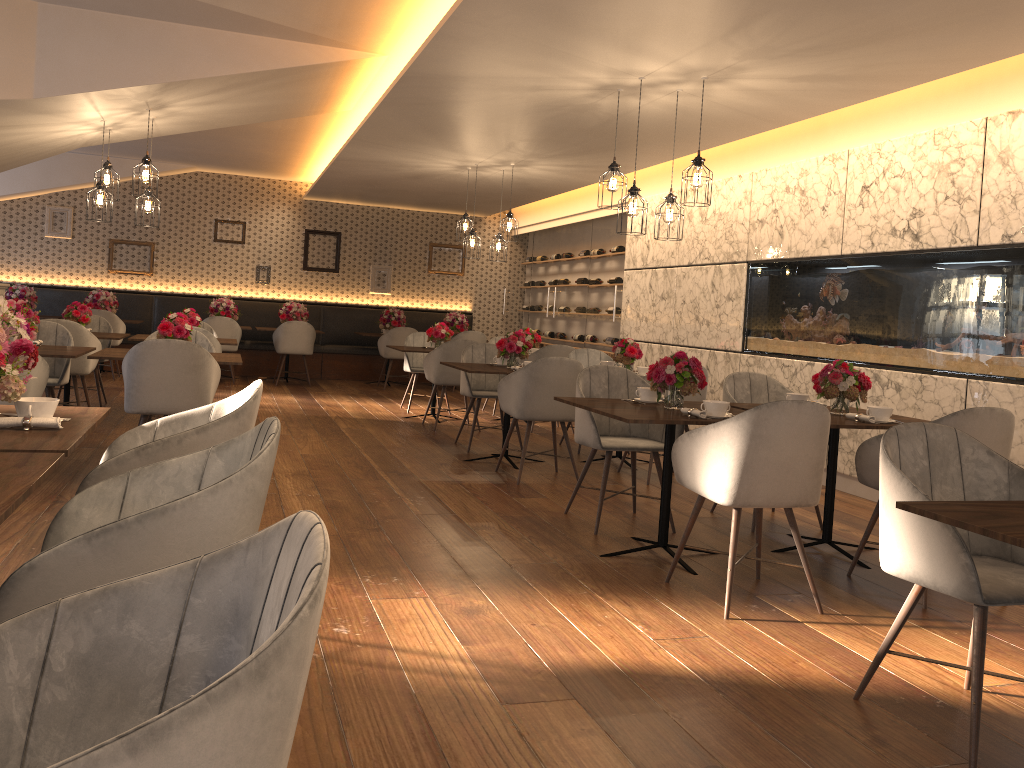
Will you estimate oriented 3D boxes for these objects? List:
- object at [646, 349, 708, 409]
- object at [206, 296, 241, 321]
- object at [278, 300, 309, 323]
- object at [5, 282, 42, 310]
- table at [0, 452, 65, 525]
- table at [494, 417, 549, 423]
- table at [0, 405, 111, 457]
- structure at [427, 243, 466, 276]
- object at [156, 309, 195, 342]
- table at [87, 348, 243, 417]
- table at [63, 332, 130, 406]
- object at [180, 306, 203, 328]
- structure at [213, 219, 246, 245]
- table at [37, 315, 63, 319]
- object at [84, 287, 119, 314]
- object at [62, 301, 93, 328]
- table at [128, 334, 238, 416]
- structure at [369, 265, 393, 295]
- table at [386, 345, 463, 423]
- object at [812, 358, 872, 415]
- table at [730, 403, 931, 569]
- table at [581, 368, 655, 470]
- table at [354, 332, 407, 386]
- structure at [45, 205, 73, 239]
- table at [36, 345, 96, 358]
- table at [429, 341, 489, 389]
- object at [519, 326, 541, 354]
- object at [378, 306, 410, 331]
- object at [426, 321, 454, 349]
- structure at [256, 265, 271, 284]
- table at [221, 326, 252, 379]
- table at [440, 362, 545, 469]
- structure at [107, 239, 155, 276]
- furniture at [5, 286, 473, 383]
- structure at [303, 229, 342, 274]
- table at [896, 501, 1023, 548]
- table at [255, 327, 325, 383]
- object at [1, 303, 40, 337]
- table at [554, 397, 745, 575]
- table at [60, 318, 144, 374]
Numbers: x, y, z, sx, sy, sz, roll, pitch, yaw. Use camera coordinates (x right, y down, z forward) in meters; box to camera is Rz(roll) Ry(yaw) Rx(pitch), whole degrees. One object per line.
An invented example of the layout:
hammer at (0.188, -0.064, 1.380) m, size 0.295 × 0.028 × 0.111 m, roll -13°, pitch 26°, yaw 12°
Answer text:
object at (0.812, -0.030, 4.374) m, size 0.305 × 0.301 × 0.234 m, roll 4°, pitch 3°, yaw 14°
object at (-3.956, -1.006, 12.141) m, size 0.406 × 0.425 × 0.420 m, roll 5°, pitch 3°, yaw 25°
object at (-3.041, -0.964, 12.335) m, size 0.419 × 0.425 × 0.406 m, roll 3°, pitch 3°, yaw -16°
object at (-6.275, -1.088, 11.296) m, size 0.406 × 0.425 × 0.420 m, roll 5°, pitch 3°, yaw 24°
table at (-1.419, 0.556, 1.639) m, size 0.895 × 0.720 × 0.899 m, roll 3°, pitch 3°, yaw -18°
table at (0.112, 0.040, 9.440) m, size 0.895 × 0.720 × 0.899 m, roll 3°, pitch 3°, yaw -18°
table at (-1.708, 0.468, 2.531) m, size 0.895 × 0.720 × 0.899 m, roll 3°, pitch 3°, yaw -18°
structure at (-1.028, -1.971, 14.013) m, size 0.600 × 0.485 × 0.032 m, roll 3°, pitch 1°, yaw -18°
object at (-2.226, -0.342, 5.865) m, size 0.234 × 0.301 × 0.306 m, roll 4°, pitch 3°, yaw 1°
table at (-2.291, 0.165, 5.897) m, size 0.895 × 0.720 × 0.899 m, roll 3°, pitch 3°, yaw -18°
table at (-3.917, -0.089, 7.809) m, size 0.895 × 0.720 × 0.899 m, roll 3°, pitch 3°, yaw -18°
object at (-2.941, -0.560, 8.072) m, size 0.234 × 0.301 × 0.306 m, roll 4°, pitch 3°, yaw 1°
structure at (-4.141, -2.235, 13.002) m, size 0.448 × 0.344 × 0.016 m, roll 3°, pitch 1°, yaw -18°
table at (-6.315, -0.524, 11.389) m, size 0.895 × 0.720 × 0.899 m, roll 3°, pitch 3°, yaw -18°
object at (-5.374, -1.053, 11.585) m, size 0.419 × 0.425 × 0.407 m, roll 2°, pitch 3°, yaw -30°
object at (-3.828, -0.593, 7.770) m, size 0.234 × 0.301 × 0.306 m, roll 1°, pitch 4°, yaw -43°
table at (-3.007, -0.054, 8.107) m, size 0.895 × 0.720 × 0.899 m, roll 3°, pitch 3°, yaw -18°
structure at (-2.027, -1.614, 13.704) m, size 0.340 × 0.439 × 0.035 m, roll 3°, pitch 1°, yaw -18°
table at (-0.799, 0.005, 9.143) m, size 0.895 × 0.720 × 0.899 m, roll 3°, pitch 3°, yaw -18°
object at (1.723, 0.006, 4.641) m, size 0.305 × 0.301 × 0.234 m, roll 4°, pitch 2°, yaw 4°
table at (1.669, 0.518, 4.634) m, size 0.895 × 0.720 × 0.899 m, roll 3°, pitch 3°, yaw -18°
table at (0.875, 0.274, 7.085) m, size 0.895 × 0.720 × 0.899 m, roll 3°, pitch 3°, yaw -18°
table at (-1.805, -0.352, 12.860) m, size 0.895 × 0.720 × 0.899 m, roll 3°, pitch 3°, yaw -18°
structure at (-6.290, -2.248, 12.294) m, size 0.340 × 0.439 × 0.035 m, roll 3°, pitch 1°, yaw -18°
table at (-3.202, 0.130, 5.600) m, size 0.895 × 0.720 × 0.899 m, roll 3°, pitch 3°, yaw -18°
table at (-0.894, -0.317, 13.157) m, size 0.895 × 0.720 × 0.899 m, roll 3°, pitch 3°, yaw -18°
object at (0.167, -0.470, 9.445) m, size 0.305 × 0.301 × 0.234 m, roll 4°, pitch 2°, yaw 4°
object at (-1.721, -0.915, 12.779) m, size 0.406 × 0.425 × 0.420 m, roll 5°, pitch 3°, yaw 24°
object at (-0.744, -0.508, 9.181) m, size 0.305 × 0.301 × 0.235 m, roll 1°, pitch 3°, yaw -40°
structure at (-3.699, -1.621, 13.169) m, size 0.216 × 0.277 × 0.018 m, roll 3°, pitch 1°, yaw -18°
table at (-4.060, -0.438, 12.124) m, size 0.895 × 0.720 × 0.899 m, roll 3°, pitch 3°, yaw -18°
table at (-0.035, 0.239, 6.788) m, size 0.895 × 0.720 × 0.899 m, roll 3°, pitch 3°, yaw -18°
structure at (-5.415, -1.798, 12.596) m, size 0.600 × 0.485 × 0.032 m, roll 3°, pitch 1°, yaw -18°
furniture at (-3.956, -0.667, 12.820) m, size 7.081 × 1.080 × 0.543 m, roll 2°, pitch 2°, yaw -18°
structure at (-2.879, -2.010, 13.419) m, size 0.543 × 0.631 × 0.035 m, roll 3°, pitch 1°, yaw -18°
table at (1.521, 0.717, 1.982) m, size 0.895 × 0.720 × 0.899 m, roll 3°, pitch 3°, yaw -18°
table at (-3.149, -0.403, 12.421) m, size 0.895 × 0.720 × 0.899 m, roll 3°, pitch 3°, yaw -18°
object at (-3.114, -0.374, 5.563) m, size 0.234 × 0.301 × 0.306 m, roll 1°, pitch 4°, yaw -43°
table at (0.758, 0.483, 4.337) m, size 0.895 × 0.720 × 0.899 m, roll 3°, pitch 3°, yaw -18°
table at (-5.404, -0.489, 11.686) m, size 0.895 × 0.720 × 0.899 m, roll 3°, pitch 3°, yaw -18°
